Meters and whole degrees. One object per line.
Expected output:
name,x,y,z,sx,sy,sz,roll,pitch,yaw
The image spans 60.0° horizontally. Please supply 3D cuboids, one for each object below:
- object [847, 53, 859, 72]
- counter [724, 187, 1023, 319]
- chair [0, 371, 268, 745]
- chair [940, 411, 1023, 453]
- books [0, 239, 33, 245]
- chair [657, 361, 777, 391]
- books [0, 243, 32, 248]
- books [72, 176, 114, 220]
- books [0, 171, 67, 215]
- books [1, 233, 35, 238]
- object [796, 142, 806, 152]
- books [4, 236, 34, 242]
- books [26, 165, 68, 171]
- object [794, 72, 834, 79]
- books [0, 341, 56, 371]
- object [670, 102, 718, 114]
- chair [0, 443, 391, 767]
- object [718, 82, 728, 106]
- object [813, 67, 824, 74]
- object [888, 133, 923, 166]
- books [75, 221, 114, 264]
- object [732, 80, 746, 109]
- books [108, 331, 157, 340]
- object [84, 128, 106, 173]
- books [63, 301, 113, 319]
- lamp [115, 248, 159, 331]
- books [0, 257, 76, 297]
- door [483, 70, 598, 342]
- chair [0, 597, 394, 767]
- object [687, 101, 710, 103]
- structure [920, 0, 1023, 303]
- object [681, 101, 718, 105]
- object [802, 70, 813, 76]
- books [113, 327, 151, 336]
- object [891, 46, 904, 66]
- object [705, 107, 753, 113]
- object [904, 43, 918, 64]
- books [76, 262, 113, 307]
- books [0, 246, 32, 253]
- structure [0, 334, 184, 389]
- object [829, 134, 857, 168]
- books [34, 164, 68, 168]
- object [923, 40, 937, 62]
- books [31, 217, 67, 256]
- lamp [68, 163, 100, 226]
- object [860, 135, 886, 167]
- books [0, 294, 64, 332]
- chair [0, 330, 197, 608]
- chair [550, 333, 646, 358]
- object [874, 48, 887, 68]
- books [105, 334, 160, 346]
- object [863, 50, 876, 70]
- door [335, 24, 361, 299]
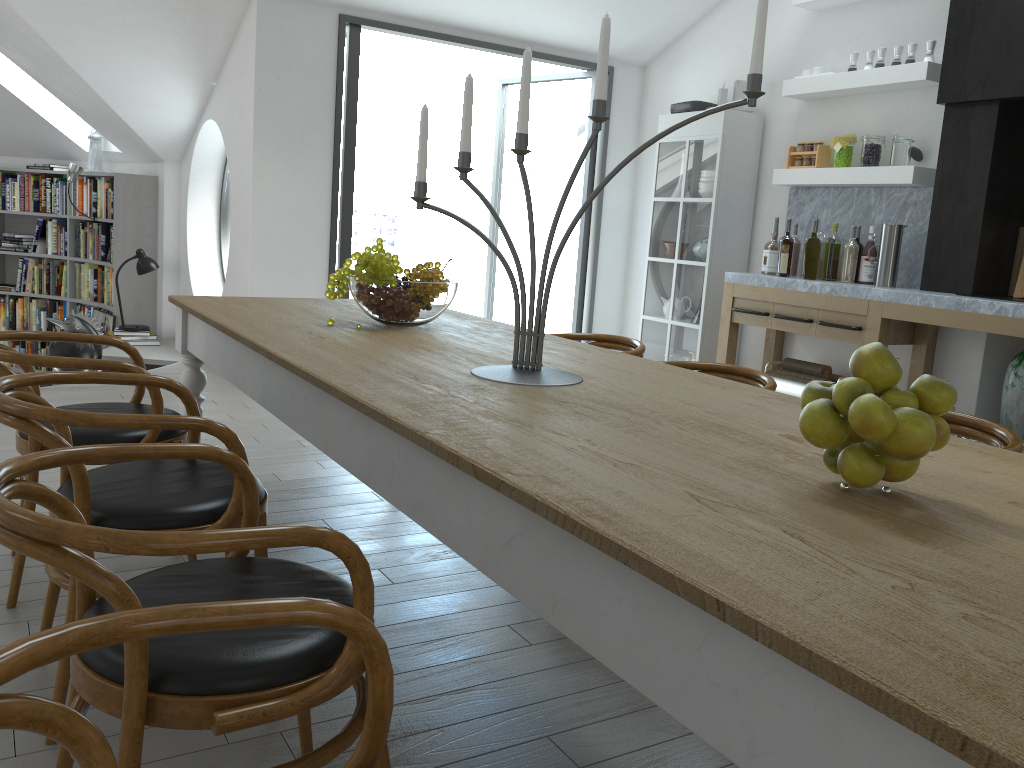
object,1.979,-1.855,5.141,0.064,0.124,0.068,-3,11,-37
counter,3.438,-0.347,2.955,0.962,0.617,6.603,-2,11,-31
chair,-0.885,0.354,2.094,0.621,0.732,0.529,-1,10,-31
chair,0.939,0.448,2.298,0.621,0.732,0.529,-1,10,-28
books,-4.675,-1.354,8.473,0.286,0.031,0.270,7,10,18
chair,0.515,0.315,2.881,0.621,0.732,0.529,-2,11,-34
books,-4.677,-1.324,8.477,0.286,0.031,0.270,5,10,3
books,-3.577,-1.651,7.880,1.017,0.361,0.293,12,12,40
books,-4.454,-1.793,8.317,0.970,0.366,0.307,6,9,12
books,-4.671,-1.416,8.464,0.286,0.031,0.270,12,13,38
object,1.792,-1.461,5.494,0.058,0.075,0.059,3,9,-8
books,-4.673,-1.385,8.468,0.227,0.036,0.214,7,10,18
books,-4.294,-2.011,8.312,0.336,0.036,0.317,8,11,21
object,1.849,-1.851,5.364,0.113,0.024,0.296,-2,12,-31
books,-4.318,-0.266,8.426,1.499,0.310,0.361,8,10,20
object,1.279,-1.866,6.139,0.299,0.119,0.300,-2,11,-31
chair,-0.526,0.489,1.471,0.622,0.732,0.529,-3,11,-36
object,1.393,-1.896,5.860,0.054,0.195,0.054,3,9,-7
object,1.851,-1.878,5.360,0.054,0.071,0.054,-2,11,-32
object,2.158,-1.278,4.865,0.207,0.177,0.104,3,9,-9
books,-3.596,-1.271,7.928,1.055,0.356,0.280,13,13,43
object,1.499,-1.898,5.870,0.072,0.210,0.071,3,9,-8
books,-3.087,-0.395,7.207,0.286,0.034,0.305,-5,13,-41
object,-3.739,-2.130,7.956,0.179,0.470,0.180,1,9,-22
books,-3.702,-0.528,8.074,1.187,0.357,0.304,12,12,39
lamp,-3.027,-0.764,7.166,0.322,0.657,0.234,2,9,-16
books,-4.445,-1.028,8.402,0.974,0.351,0.252,6,9,11
door,0.210,-1.314,7.261,1.054,2.337,0.080,12,12,43
chair,-0.215,0.625,0.826,0.621,0.732,0.529,-1,10,-28
object,1.280,-1.885,6.136,0.170,0.119,0.171,-2,11,-31
structure,2.736,-1.333,4.268,0.780,1.876,1.080,-1,10,-31
object,1.280,-1.876,6.138,0.238,0.119,0.239,-2,11,-31
object,1.814,-1.887,5.424,0.057,0.061,0.058,-2,11,-32
books,-3.085,-0.427,7.202,0.269,0.031,0.287,0,11,-21
object,2.127,-1.801,4.894,0.064,0.124,0.068,-3,11,-37
object,1.441,-1.805,5.880,0.295,0.024,0.151,3,10,-7
object,2.167,-1.784,4.811,0.064,0.124,0.068,-3,11,-37
books,-3.614,-0.892,7.984,1.024,0.346,0.276,13,13,43
books,-4.680,-1.291,8.482,0.388,0.042,0.367,6,10,8
structure,-4.827,0.029,6.424,4.712,0.690,4.727,6,10,13
object,1.943,-1.364,5.211,0.128,0.198,0.164,-2,11,-36
books,-4.292,-2.039,8.308,0.248,0.027,0.234,10,12,31
object,2.224,-1.763,4.717,0.064,0.124,0.068,-3,11,-37
books,-4.221,-1.387,8.335,0.553,0.349,0.256,7,9,15
lamp,-3.709,-1.646,7.704,0.275,0.523,0.113,-3,11,-40
object,2.046,-1.321,5.045,0.120,0.182,0.120,1,9,-16
books,-4.553,-0.663,8.484,0.872,0.349,0.273,6,9,10
chair,-1.292,0.220,2.686,0.621,0.732,0.529,-1,10,-28
chair,0.196,0.179,3.524,0.621,0.732,0.529,-1,10,-31
object,2.067,-1.818,4.967,0.064,0.124,0.068,-3,11,-37
books,-3.089,-0.359,7.212,0.365,0.042,0.389,-2,12,-31
object,2.036,-1.835,5.047,0.064,0.124,0.068,-3,11,-37
door,-1.363,-1.264,6.341,0.080,2.337,1.056,-1,10,-31
